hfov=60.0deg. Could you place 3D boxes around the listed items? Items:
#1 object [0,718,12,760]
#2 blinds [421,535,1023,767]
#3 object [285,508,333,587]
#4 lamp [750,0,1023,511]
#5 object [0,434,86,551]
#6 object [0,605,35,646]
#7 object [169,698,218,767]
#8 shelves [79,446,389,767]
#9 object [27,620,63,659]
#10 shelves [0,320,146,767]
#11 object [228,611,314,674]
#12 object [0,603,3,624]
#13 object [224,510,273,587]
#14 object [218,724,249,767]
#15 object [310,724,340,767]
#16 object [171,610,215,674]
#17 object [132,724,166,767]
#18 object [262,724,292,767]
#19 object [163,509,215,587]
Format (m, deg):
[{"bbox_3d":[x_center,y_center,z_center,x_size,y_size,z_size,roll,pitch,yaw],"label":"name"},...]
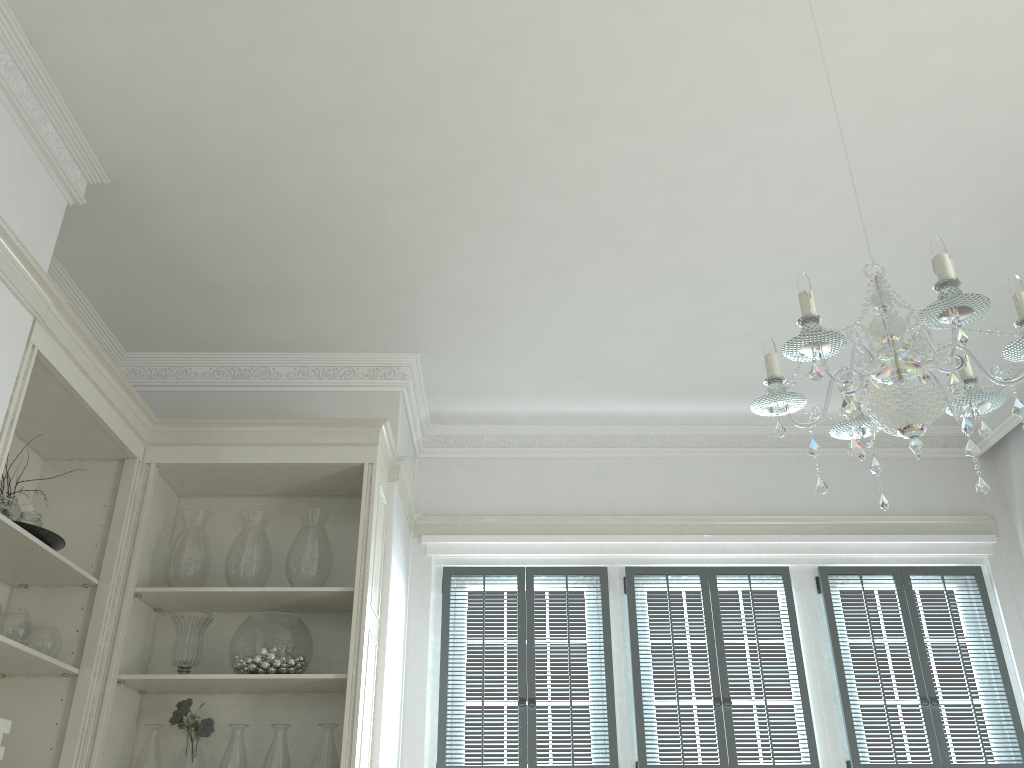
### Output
[{"bbox_3d":[-1.667,1.113,2.709,0.039,0.207,0.393,0,-28,-1],"label":"object"},{"bbox_3d":[1.062,1.826,4.274,3.076,2.238,0.141,0,-28,-1],"label":"blinds"},{"bbox_3d":[-0.838,0.710,3.687,0.193,0.362,0.193,8,-29,-16],"label":"object"},{"bbox_3d":[0.830,-0.934,2.399,0.648,2.542,0.577,15,-32,-27],"label":"lamp"},{"bbox_3d":[-1.711,0.342,3.118,0.399,0.485,0.457,-21,-35,34],"label":"object"},{"bbox_3d":[-1.694,0.820,2.954,0.185,0.140,0.185,-9,-29,17],"label":"object"},{"bbox_3d":[-1.214,1.373,3.358,0.206,0.355,0.166,-21,-34,33],"label":"object"},{"bbox_3d":[-1.033,1.464,3.265,0.972,2.523,0.399,0,-28,-1],"label":"shelves"},{"bbox_3d":[-1.697,0.921,3.144,0.185,0.140,0.185,-9,-29,17],"label":"object"},{"bbox_3d":[-1.706,1.139,2.648,0.399,2.523,0.992,0,-28,-1],"label":"shelves"},{"bbox_3d":[-0.950,1.049,3.508,0.329,0.249,0.329,13,-31,-23],"label":"object"},{"bbox_3d":[-1.691,0.719,2.764,0.185,0.140,0.185,-9,-29,17],"label":"object"},{"bbox_3d":[-1.094,0.721,3.704,0.193,0.362,0.193,8,-29,-16],"label":"object"},{"bbox_3d":[-1.043,1.415,3.329,0.110,0.251,0.110,14,-31,-25],"label":"object"},{"bbox_3d":[-0.701,1.416,3.333,0.110,0.251,0.110,14,-31,-25],"label":"object"},{"bbox_3d":[-1.277,1.040,3.494,0.168,0.256,0.168,23,-36,-37],"label":"object"},{"bbox_3d":[-1.360,1.415,3.325,0.110,0.251,0.110,14,-31,-25],"label":"object"},{"bbox_3d":[-0.881,1.415,3.331,0.110,0.251,0.110,14,-31,-25],"label":"object"},{"bbox_3d":[-1.341,0.717,3.694,0.193,0.362,0.193,8,-29,-16],"label":"object"}]
